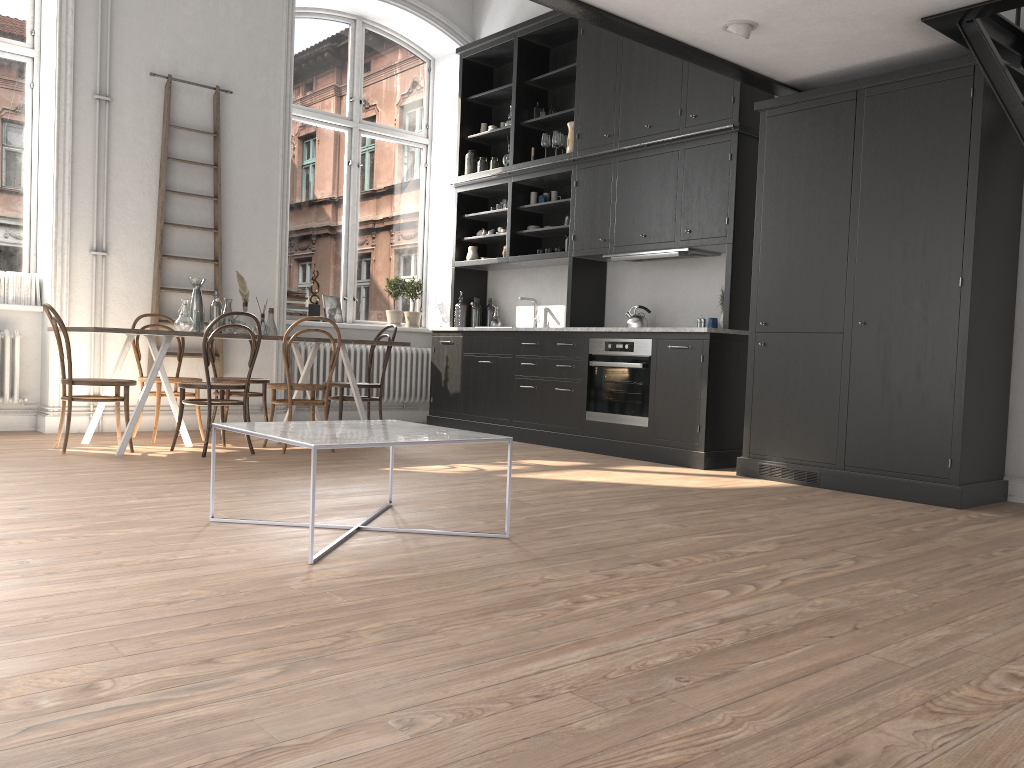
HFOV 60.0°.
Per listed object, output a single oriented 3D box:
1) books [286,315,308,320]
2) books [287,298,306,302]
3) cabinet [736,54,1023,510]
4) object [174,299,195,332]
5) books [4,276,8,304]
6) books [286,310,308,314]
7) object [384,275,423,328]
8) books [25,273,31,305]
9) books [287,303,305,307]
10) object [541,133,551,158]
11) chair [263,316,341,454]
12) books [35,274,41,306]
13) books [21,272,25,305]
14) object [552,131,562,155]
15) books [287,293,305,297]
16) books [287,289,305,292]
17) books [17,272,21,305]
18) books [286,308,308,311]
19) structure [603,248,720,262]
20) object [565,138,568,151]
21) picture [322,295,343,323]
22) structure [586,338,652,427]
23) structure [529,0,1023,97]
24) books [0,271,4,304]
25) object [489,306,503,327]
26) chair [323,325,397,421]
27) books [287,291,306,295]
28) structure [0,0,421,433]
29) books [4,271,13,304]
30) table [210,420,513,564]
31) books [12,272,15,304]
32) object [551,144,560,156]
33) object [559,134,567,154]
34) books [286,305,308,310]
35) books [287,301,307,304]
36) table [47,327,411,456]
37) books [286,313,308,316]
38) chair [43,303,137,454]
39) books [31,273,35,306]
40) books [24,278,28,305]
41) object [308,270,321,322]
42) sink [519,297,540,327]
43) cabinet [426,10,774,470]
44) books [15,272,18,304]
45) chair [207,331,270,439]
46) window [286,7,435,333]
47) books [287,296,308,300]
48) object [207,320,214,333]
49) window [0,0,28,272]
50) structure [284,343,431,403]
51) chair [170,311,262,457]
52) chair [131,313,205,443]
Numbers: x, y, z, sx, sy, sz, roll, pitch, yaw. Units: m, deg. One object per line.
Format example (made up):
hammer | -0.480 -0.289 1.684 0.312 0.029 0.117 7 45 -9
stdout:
books | -2.027 -0.603 8.110 0.248 0.043 0.192 1 2 -40
books | -2.015 -0.769 8.122 0.155 0.022 0.205 4 3 45
cabinet | 2.174 -0.557 5.315 0.633 2.372 1.400 0 3 -40
object | -2.196 -0.457 5.950 0.132 0.219 0.132 4 3 39
books | -3.798 -0.700 6.635 0.020 0.205 0.155 0 3 -40
books | -2.022 -0.659 8.108 0.249 0.023 0.175 1 2 -40
object | -1.092 -0.831 8.910 0.234 0.524 0.500 4 3 39
books | -3.694 -0.718 6.748 0.024 0.243 0.175 0 3 -40
books | -2.017 -0.724 8.124 0.205 0.022 0.155 1 2 -26
object | 0.287 -2.009 7.530 0.083 0.221 0.083 2 2 -9
chair | -1.446 -0.001 6.115 0.438 0.921 0.549 1 2 -29
books | -3.637 -0.716 6.768 0.040 0.244 0.174 0 3 -40
books | -3.715 -0.717 6.702 0.019 0.244 0.174 0 3 -40
object | 0.374 -2.003 7.431 0.083 0.221 0.083 3 2 6
books | -2.024 -0.811 8.112 0.231 0.023 0.162 1 2 -25
books | -2.023 -0.855 8.122 0.159 0.024 0.201 4 2 40
books | -3.745 -0.719 6.705 0.024 0.243 0.175 0 3 -40
books | -2.024 -0.678 8.125 0.255 0.014 0.192 1 2 -37
structure | 1.125 -0.995 6.754 0.379 0.123 0.843 1 2 -40
object | 0.493 -2.005 7.642 0.083 0.221 0.083 2 2 -9
picture | -1.730 -0.704 8.429 0.149 0.264 0.221 4 3 33
structure | 0.986 -0.019 6.699 0.618 0.623 0.622 1 3 -40
structure | 1.136 -2.382 2.462 5.927 1.213 4.156 1 2 -40
books | -3.830 -0.720 6.633 0.024 0.243 0.175 0 3 -40
object | -0.149 -0.623 8.374 0.132 0.219 0.120 0 3 -40
chair | -1.186 -0.015 6.889 0.549 0.921 0.437 1 2 -28
books | -2.013 -0.833 8.120 0.205 0.020 0.155 1 2 -40
structure | -2.729 -1.863 7.134 5.182 4.475 0.340 1 3 -40
books | -3.773 -0.718 6.640 0.024 0.243 0.175 0 3 -40
table | -0.602 0.376 3.484 0.849 0.392 0.849 1 2 -40
books | -3.762 -0.718 6.661 0.019 0.244 0.174 0 3 -40
object | 0.377 -2.007 7.584 0.083 0.221 0.083 4 3 42
object | 0.430 -2.003 7.521 0.083 0.221 0.083 0 3 -41
books | -2.025 -0.699 8.125 0.193 0.028 0.245 4 3 45
books | -2.017 -0.747 8.129 0.222 0.024 0.158 1 2 -40
table | -1.960 0.042 6.298 2.200 0.780 1.100 1 2 -40
books | -2.023 -0.636 8.109 0.249 0.023 0.175 1 3 -45
chair | -2.686 -0.036 5.646 0.549 0.921 0.437 1 3 -32
books | -3.662 -0.717 6.749 0.024 0.243 0.175 0 3 -40
books | -3.699 -0.698 6.718 0.020 0.205 0.155 0 3 -40
object | -1.842 -0.823 8.271 0.122 0.488 0.102 2 2 -16
sink | 0.030 -0.523 7.889 0.514 0.505 0.526 1 3 -40
cabinet | 0.533 -1.290 7.256 0.635 3.584 3.249 0 3 -40
books | -3.758 -0.719 6.687 0.019 0.244 0.174 0 3 -40
chair | -2.131 -0.053 6.915 0.438 0.921 0.549 1 3 -33
window | 1.484 -6.466 14.825 14.385 15.941 26.388 1 3 -40
books | -2.019 -0.790 8.118 0.244 0.019 0.174 1 2 -40
object | -2.076 -0.394 6.099 0.058 0.094 0.058 2 2 -12
window | -4.348 -2.078 6.281 1.622 2.844 0.013 0 3 -40
structure | -1.441 -0.096 8.452 1.577 0.552 0.194 1 3 -40
chair | -1.916 -0.009 5.764 0.438 0.921 0.549 0 3 -45
chair | -2.517 -0.055 6.484 0.438 0.921 0.549 0 3 -42
